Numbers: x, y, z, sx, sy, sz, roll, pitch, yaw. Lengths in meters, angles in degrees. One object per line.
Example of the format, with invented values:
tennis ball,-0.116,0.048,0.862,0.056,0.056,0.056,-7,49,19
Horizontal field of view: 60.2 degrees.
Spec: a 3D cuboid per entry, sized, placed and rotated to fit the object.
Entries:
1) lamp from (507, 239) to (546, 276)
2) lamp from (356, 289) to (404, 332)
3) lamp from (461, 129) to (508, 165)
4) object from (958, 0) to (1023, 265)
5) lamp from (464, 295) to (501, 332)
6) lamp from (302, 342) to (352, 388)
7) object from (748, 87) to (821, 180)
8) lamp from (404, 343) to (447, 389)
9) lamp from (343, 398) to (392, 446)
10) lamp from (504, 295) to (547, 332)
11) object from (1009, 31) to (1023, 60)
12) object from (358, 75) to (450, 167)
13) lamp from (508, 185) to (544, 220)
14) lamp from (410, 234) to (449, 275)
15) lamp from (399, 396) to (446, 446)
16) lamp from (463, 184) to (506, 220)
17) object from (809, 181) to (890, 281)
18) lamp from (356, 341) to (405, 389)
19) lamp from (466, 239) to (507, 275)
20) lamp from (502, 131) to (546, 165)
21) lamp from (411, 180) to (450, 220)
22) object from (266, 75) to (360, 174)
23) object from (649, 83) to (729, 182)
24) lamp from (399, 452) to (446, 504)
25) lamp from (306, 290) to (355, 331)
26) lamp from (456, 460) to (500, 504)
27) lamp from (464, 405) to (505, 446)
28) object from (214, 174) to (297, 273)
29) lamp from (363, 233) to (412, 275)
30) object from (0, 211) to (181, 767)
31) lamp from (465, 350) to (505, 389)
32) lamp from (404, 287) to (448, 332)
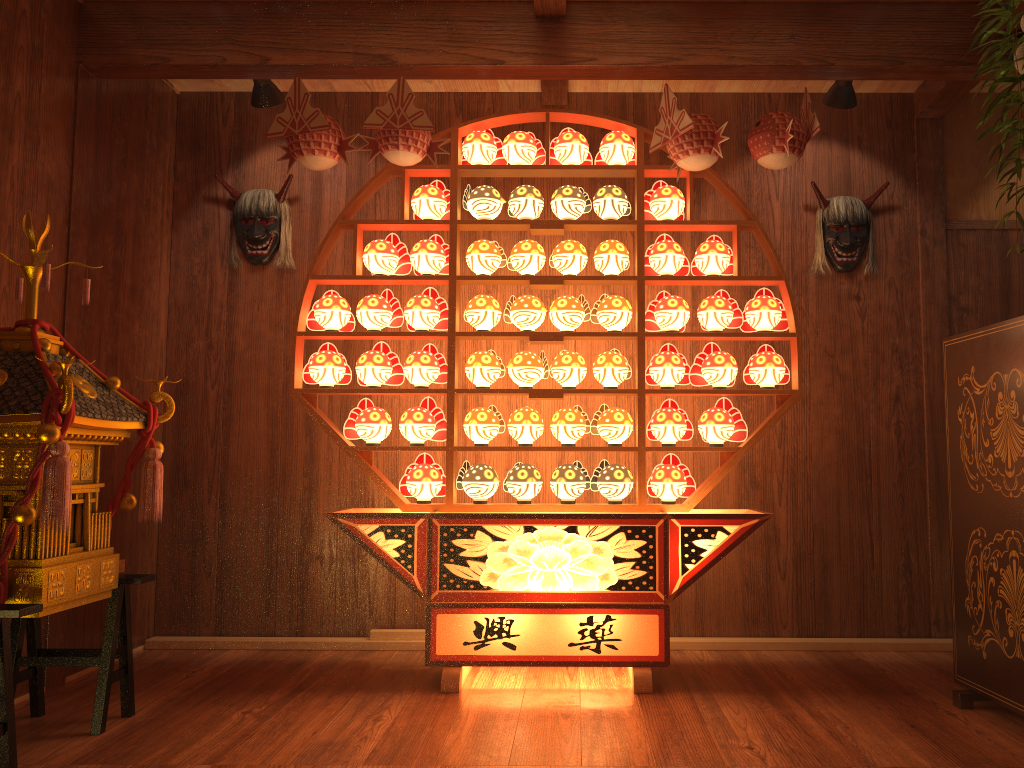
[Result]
lamp,0.065,-0.496,3.479,0.142,0.161,0.153,2,-5,-18
lamp,-0.545,-0.293,3.464,0.175,0.191,0.162,-3,-6,32
lamp,-0.130,-0.955,3.520,0.198,0.200,0.159,-1,-5,12
object,1.630,-0.773,2.537,0.576,1.260,0.702,1,-5,-9
lamp,-0.109,-0.280,3.456,0.142,0.167,0.153,2,-5,-17
lamp,-0.719,-0.076,3.441,0.192,0.195,0.154,2,-5,-13
object,0.984,-0.952,3.277,0.229,0.318,0.365,1,-5,-2
lamp,-0.355,-0.074,3.441,0.179,0.192,0.160,-1,-5,17
lamp,-0.532,0.145,3.427,0.192,0.194,0.152,4,-7,-38
lamp,0.069,-0.276,3.464,0.152,0.161,0.143,-3,-6,32
object,1.845,-1.039,2.535,0.095,0.751,1.504,0,-5,4
object,-0.402,-0.955,3.282,0.347,0.306,0.215,0,-5,1
lamp,0.057,-0.716,3.498,0.141,0.161,0.155,1,-5,-7
lamp,-0.334,-0.514,3.481,0.186,0.195,0.160,-1,-5,17
lamp,-0.370,0.142,3.420,0.195,0.200,0.161,-2,-6,27
lamp,-0.098,-0.718,3.511,0.154,0.167,0.142,-1,-5,17
object,1.530,-0.683,4.019,0.363,0.453,0.138,0,-5,1
lamp,-0.540,-0.078,3.441,0.198,0.200,0.159,-1,-5,12
lamp,-0.117,-0.500,3.482,0.135,0.167,0.162,-3,-6,32
lamp,0.023,-0.944,3.523,0.164,0.179,0.162,-3,-6,32
lamp,-0.332,-0.736,3.501,0.196,0.200,0.160,-1,-5,17
object,-0.728,-0.946,3.276,0.355,0.311,0.245,-2,-6,27
object,0.672,-0.940,3.275,0.246,0.314,0.356,2,-6,-20
lamp,-0.337,0.362,3.404,0.197,0.197,0.155,1,-5,-8
lamp,-0.701,-0.291,3.462,0.193,0.187,0.154,2,-5,-18
lamp,-0.114,0.377,3.404,0.152,0.167,0.143,-3,-6,32
lamp,-0.123,0.159,3.422,0.135,0.167,0.162,-3,-6,32
object,-1.158,-0.717,4.025,0.363,0.453,0.138,0,-5,1
lamp,-0.522,-0.517,3.484,0.195,0.200,0.161,-2,-6,27
object,-1.379,0.263,2.481,0.606,1.514,0.810,0,-5,3
lamp,-0.116,-0.061,3.440,0.136,0.167,0.161,-2,-6,22
lamp,-0.355,-0.297,3.461,0.196,0.200,0.160,-1,-5,17
